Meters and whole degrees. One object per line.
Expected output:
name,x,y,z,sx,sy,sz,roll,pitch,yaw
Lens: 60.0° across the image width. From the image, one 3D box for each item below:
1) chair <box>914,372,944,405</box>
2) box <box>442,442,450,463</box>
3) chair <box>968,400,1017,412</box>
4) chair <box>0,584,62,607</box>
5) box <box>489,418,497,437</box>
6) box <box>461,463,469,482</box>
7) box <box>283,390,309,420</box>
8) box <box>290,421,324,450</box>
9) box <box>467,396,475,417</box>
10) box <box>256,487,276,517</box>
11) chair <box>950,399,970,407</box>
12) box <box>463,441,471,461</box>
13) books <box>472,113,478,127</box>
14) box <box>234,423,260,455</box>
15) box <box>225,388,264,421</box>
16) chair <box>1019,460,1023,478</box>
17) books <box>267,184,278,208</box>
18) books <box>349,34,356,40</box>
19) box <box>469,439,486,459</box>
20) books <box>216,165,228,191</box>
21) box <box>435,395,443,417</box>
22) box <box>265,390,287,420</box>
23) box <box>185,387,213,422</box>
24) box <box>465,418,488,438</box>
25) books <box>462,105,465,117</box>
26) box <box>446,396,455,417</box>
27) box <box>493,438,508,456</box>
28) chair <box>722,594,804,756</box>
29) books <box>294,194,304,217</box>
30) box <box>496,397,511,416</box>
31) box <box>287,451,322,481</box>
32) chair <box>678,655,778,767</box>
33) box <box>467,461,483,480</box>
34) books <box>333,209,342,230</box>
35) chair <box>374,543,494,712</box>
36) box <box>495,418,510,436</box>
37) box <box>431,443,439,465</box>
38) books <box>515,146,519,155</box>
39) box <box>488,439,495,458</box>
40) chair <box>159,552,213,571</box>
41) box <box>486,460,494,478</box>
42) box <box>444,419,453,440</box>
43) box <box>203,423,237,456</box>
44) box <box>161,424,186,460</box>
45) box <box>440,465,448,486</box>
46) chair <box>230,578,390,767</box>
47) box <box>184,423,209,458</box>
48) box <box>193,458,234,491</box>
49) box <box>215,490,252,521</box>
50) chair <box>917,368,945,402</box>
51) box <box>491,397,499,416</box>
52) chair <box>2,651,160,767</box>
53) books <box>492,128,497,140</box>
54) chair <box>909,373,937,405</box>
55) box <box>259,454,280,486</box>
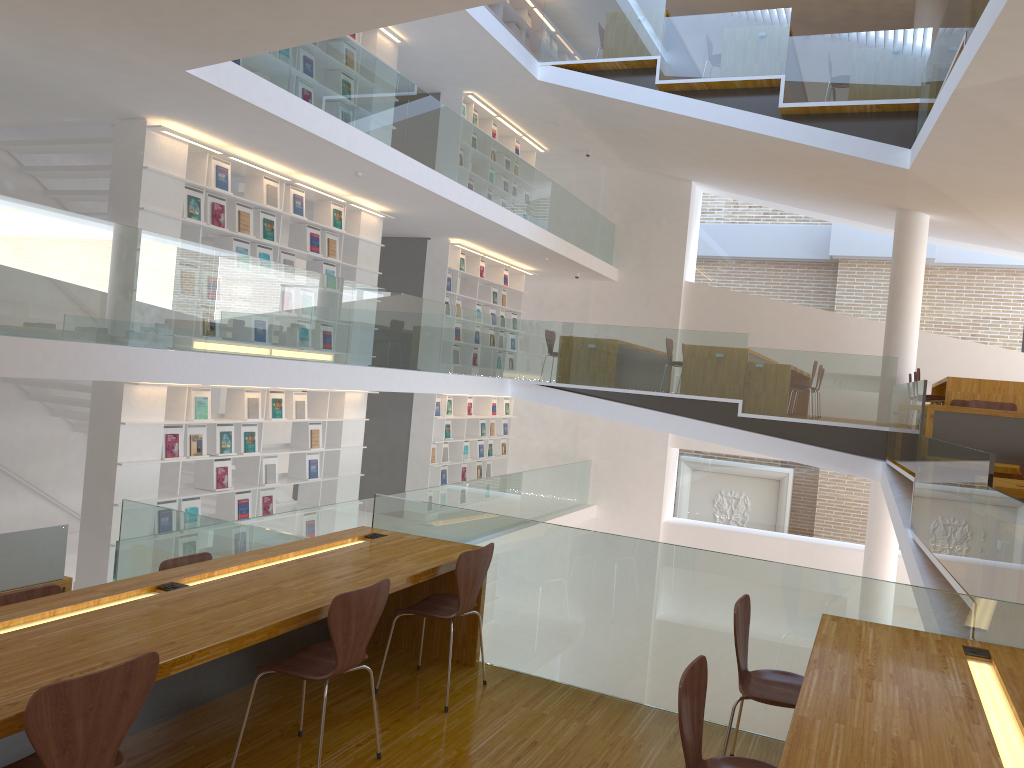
chair,5.148,0.211,10.969,0.381,0.693,0.428,5,0,23
box,-1.044,0.965,12.704,0.274,0.296,0.245,5,0,23
chair,4.209,0.495,7.782,0.428,0.693,0.381,5,0,23
chair,-1.978,1.248,3.752,0.381,0.693,0.428,5,0,23
box,-0.401,0.682,14.177,0.274,0.296,0.245,5,0,23
box,-0.811,1.312,13.338,0.274,0.296,0.245,5,0,23
box,-3.782,1.860,6.193,0.498,3.764,7.125,5,0,23
box,-2.216,0.554,9.655,0.274,0.296,0.245,5,0,23
box,-0.723,0.329,13.323,0.274,0.296,0.245,5,0,23
box,-2.550,1.188,8.998,0.274,0.296,0.245,5,0,23
chair,4.447,0.510,8.642,0.428,0.693,0.381,5,0,23
box,-0.776,0.985,13.349,0.274,0.296,0.245,5,0,23
books,-0.528,-3.734,12.623,0.037,0.210,0.145,5,0,23
box,-2.633,0.523,8.652,0.274,0.296,0.245,5,0,23
box,-2.601,0.196,8.656,0.274,0.296,0.245,5,0,23
chair,3.838,0.896,6.405,0.428,0.693,0.381,5,0,23
books,-2.323,-1.817,8.595,0.037,0.210,0.145,5,0,23
books,-1.733,-3.804,9.568,0.037,0.210,0.145,5,0,23
box,-0.569,1.000,13.845,0.274,0.296,0.245,5,0,23
books,-2.594,-1.838,7.942,0.037,0.210,0.145,5,0,23
box,-1.129,0.304,12.354,0.274,0.296,0.245,5,0,23
box,-2.458,0.206,9.000,0.274,0.296,0.245,5,0,23
box,-2.874,0.176,8.000,0.274,0.296,0.245,5,0,23
box,-0.540,0.673,13.843,0.274,0.296,0.245,5,0,23
books,-0.682,-3.749,12.253,0.037,0.210,0.145,5,0,23
box,-0.986,0.312,12.698,0.274,0.296,0.245,5,0,23
box,-0.223,1.024,14.676,0.274,0.296,0.245,5,0,23
chair,1.018,1.204,3.380,0.381,0.693,0.428,5,0,23
books,-2.161,-1.807,8.983,0.037,0.210,0.145,5,0,23
box,-0.169,0.370,14.659,0.274,0.296,0.245,5,0,23
box,-2.244,0.881,9.659,0.274,0.296,0.245,5,0,23
chair,0.644,1.178,2.484,0.381,0.693,0.428,5,0,23
box,-0.593,1.328,13.860,0.274,0.296,0.245,5,0,23
books,-1.892,-1.786,9.629,0.037,0.210,0.145,5,0,23
chair,-0.342,1.076,4.129,0.381,0.693,0.428,5,0,23
box,-0.199,0.696,14.661,0.274,0.296,0.245,5,0,23
box,-1.188,0.955,12.357,0.274,0.296,0.245,5,0,23
books,0.084,-3.674,14.097,0.037,0.210,0.145,5,0,23
box,-0.434,1.010,14.170,0.274,0.296,0.245,5,0,23
chair,-1.605,1.275,4.648,0.381,0.693,0.428,5,0,23
box,-0.456,1.338,14.190,0.274,0.296,0.245,5,0,23
box,-1.006,0.634,12.722,0.274,0.296,0.245,5,0,23
box,-2.765,0.507,8.333,0.274,0.296,0.245,5,0,23
box,-3.020,0.494,7.722,0.274,0.296,0.245,5,0,23
box,-1.059,1.294,12.742,0.274,0.296,0.245,5,0,23
chair,-0.716,1.049,3.232,0.381,0.693,0.428,5,0,23
box,-2.915,0.503,8.007,0.274,0.296,0.245,5,0,23
box,-2.793,0.834,8.340,0.274,0.296,0.245,5,0,23
box,-2.694,1.178,8.652,0.274,0.296,0.245,5,0,23
chair,4.775,0.184,10.072,0.381,0.693,0.428,5,0,23
box,-0.371,0.356,14.174,0.274,0.296,0.245,5,0,23
chair,-1.181,1.015,2.214,0.381,0.693,0.428,5,0,23
books,-0.265,-3.699,13.258,0.037,0.210,0.145,5,0,23
chair,5.373,0.226,11.614,0.381,0.693,0.428,5,0,23
box,-2.523,0.861,8.991,0.274,0.296,0.245,5,0,23
